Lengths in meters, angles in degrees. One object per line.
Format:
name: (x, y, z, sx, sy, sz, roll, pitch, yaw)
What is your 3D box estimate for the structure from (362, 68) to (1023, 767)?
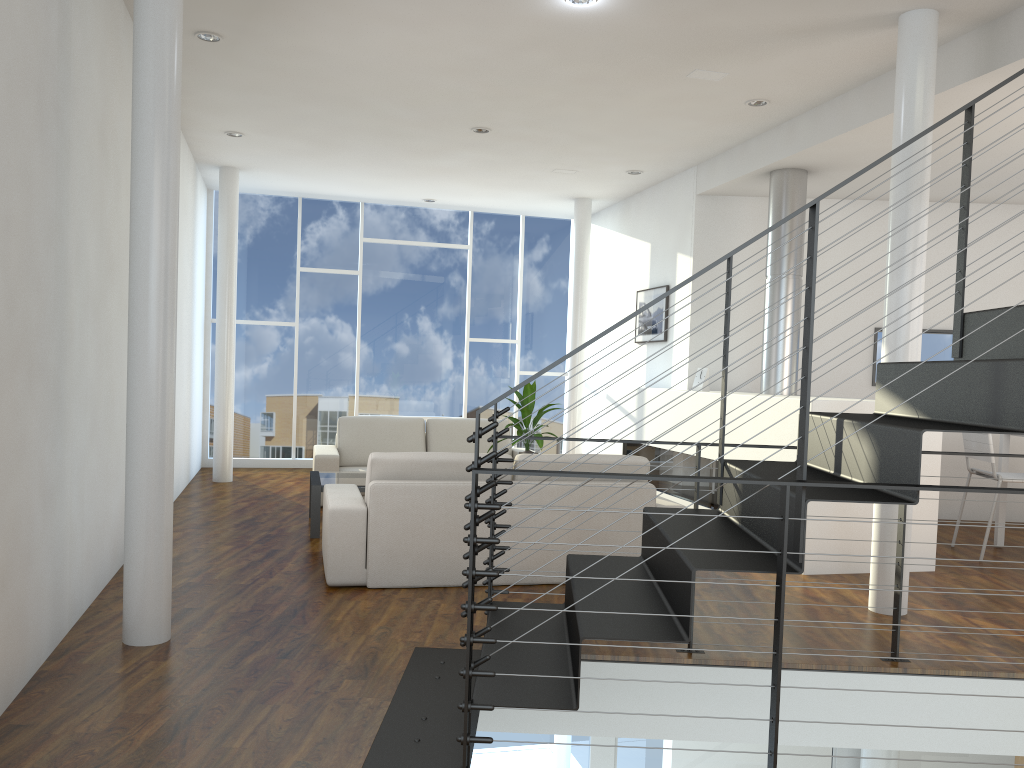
structure: (1.861, 0.485, 2.441, 4.361, 6.303, 1.093, 2, 2, 2)

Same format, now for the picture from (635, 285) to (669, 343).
picture: (1.071, -0.529, 6.827, 0.020, 0.416, 0.574, 1, 1, -15)

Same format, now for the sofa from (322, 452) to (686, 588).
sofa: (-0.068, 0.580, 4.214, 1.611, 0.566, 0.802, 2, 1, -13)

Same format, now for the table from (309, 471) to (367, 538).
table: (-0.368, 0.700, 5.234, 1.608, 0.285, 0.660, 2, 1, -13)

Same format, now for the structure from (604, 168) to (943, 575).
structure: (1.454, -0.197, 5.643, 0.750, 2.208, 2.747, 1, 1, -15)

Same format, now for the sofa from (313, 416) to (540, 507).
sofa: (-0.584, 0.533, 6.286, 1.611, 0.566, 0.802, 2, 1, -13)

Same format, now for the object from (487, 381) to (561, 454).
object: (0.116, 0.272, 5.290, 0.432, 0.602, 0.457, 1, 2, -29)

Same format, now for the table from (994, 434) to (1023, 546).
table: (3.174, 0.607, 4.490, 0.700, 0.721, 1.399, 2, 1, 2)

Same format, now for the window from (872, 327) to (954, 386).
window: (3.529, -0.154, 6.221, 2.024, 0.408, 0.165, 2, 2, 2)

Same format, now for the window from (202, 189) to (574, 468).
window: (-0.968, -2.008, 8.086, 3.415, 5.640, 0.090, 2, 2, -15)

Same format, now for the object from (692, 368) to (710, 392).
object: (1.226, -0.029, 5.739, 0.061, 0.151, 0.100, 1, 2, -28)

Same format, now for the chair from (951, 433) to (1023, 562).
chair: (2.765, 0.574, 4.912, 0.555, 0.765, 0.427, 2, 2, 7)
